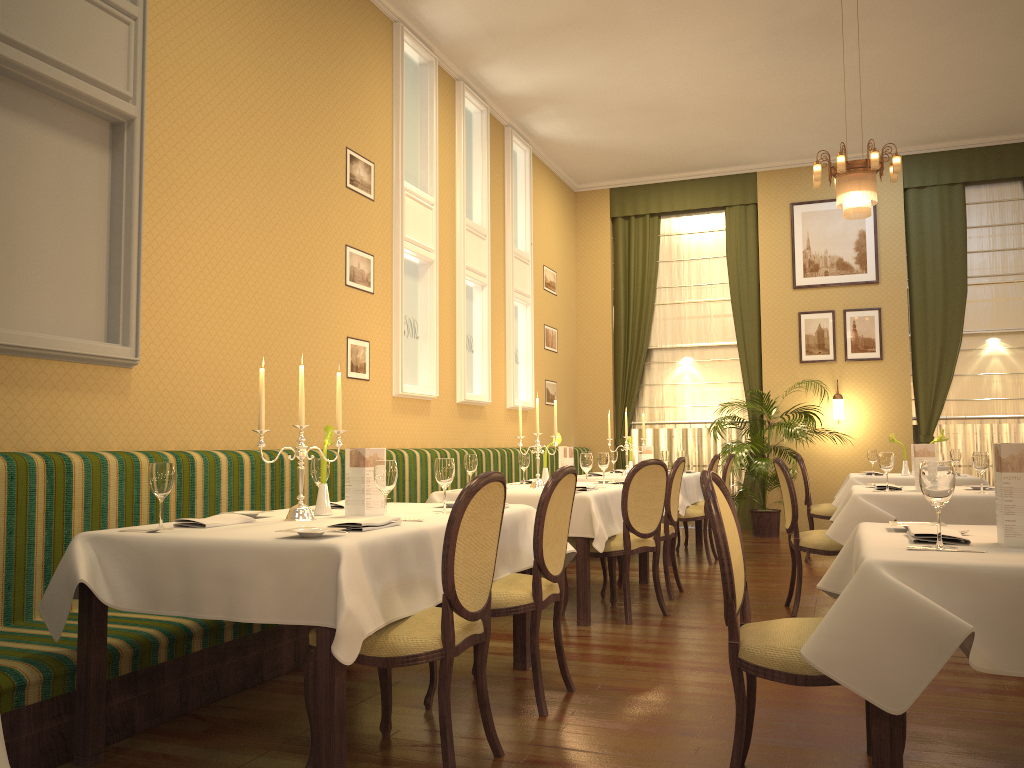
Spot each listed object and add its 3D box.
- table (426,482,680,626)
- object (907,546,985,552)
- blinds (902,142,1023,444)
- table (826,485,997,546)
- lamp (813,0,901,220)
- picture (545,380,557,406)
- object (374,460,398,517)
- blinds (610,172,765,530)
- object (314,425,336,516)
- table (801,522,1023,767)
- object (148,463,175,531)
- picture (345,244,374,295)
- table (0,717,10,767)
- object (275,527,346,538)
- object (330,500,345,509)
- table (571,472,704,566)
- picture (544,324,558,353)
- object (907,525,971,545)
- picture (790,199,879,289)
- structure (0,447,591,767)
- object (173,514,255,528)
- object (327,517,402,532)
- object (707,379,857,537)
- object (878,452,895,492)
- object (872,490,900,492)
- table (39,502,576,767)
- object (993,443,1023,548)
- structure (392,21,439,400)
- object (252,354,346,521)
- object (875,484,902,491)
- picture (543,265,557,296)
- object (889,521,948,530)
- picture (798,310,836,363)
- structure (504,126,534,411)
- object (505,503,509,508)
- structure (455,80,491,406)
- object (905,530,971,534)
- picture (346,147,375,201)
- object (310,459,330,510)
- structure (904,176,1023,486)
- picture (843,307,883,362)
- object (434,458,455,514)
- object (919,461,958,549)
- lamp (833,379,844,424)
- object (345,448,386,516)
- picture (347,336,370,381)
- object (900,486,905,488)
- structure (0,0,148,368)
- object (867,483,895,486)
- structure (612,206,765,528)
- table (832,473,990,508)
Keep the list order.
[{"bbox_3d":[0.328,1.082,6.088,1.385,0.759,2.152,-2,-4,21],"label":"table"},{"bbox_3d":[1.109,0.422,2.263,0.185,0.010,0.017,-2,-4,22],"label":"object"},{"bbox_3d":[5.483,-0.572,9.980,1.878,4.537,0.129,-2,-4,20],"label":"blinds"},{"bbox_3d":[2.591,1.005,5.243,1.389,0.759,1.395,-2,-4,22],"label":"table"},{"bbox_3d":[2.523,-2.122,6.561,0.593,1.796,0.593,-2,-4,18],"label":"lamp"},{"bbox_3d":[0.466,0.108,10.559,0.008,0.294,0.437,-2,-4,20],"label":"picture"},{"bbox_3d":[-0.462,0.394,3.244,0.088,0.229,0.088,1,-4,-22],"label":"object"},{"bbox_3d":[2.201,-0.459,11.213,1.934,4.537,0.225,-2,-4,20],"label":"blinds"},{"bbox_3d":[-0.777,0.357,3.706,0.076,0.375,0.163,-1,-4,2],"label":"object"},{"bbox_3d":[1.526,0.810,2.401,1.389,0.759,1.395,-2,-4,22],"label":"table"},{"bbox_3d":[-1.207,0.386,3.053,0.088,0.229,0.088,1,-4,-22],"label":"object"},{"bbox_3d":[-1.102,-0.827,6.436,0.008,0.294,0.401,-2,-4,20],"label":"picture"},{"bbox_3d":[-1.651,0.721,0.811,1.385,0.759,2.152,-2,-4,21],"label":"table"},{"bbox_3d":[-0.624,0.464,2.754,0.160,0.024,0.160,-2,-4,20],"label":"object"},{"bbox_3d":[-0.775,0.562,4.149,0.142,0.033,0.273,-2,-4,20],"label":"object"},{"bbox_3d":[1.273,1.255,8.611,1.385,0.759,2.152,-2,-4,21],"label":"table"},{"bbox_3d":[0.466,-0.541,10.618,0.008,0.294,0.504,-2,-4,20],"label":"picture"},{"bbox_3d":[1.213,0.432,2.533,0.142,0.033,0.273,-2,-4,20],"label":"object"},{"bbox_3d":[3.850,-1.693,10.605,0.966,1.057,0.027,-2,-4,20],"label":"picture"},{"bbox_3d":[-1.308,0.858,4.590,0.850,1.031,14.516,-2,-4,20],"label":"structure"},{"bbox_3d":[-1.081,0.499,3.229,0.142,0.033,0.273,-2,-4,20],"label":"object"},{"bbox_3d":[-0.507,0.482,3.051,0.142,0.033,0.273,-2,-4,20],"label":"object"},{"bbox_3d":[2.965,0.834,10.110,1.496,1.807,1.552,-1,-4,1],"label":"object"},{"bbox_3d":[2.195,0.513,5.193,0.088,0.229,0.088,2,-5,-27],"label":"object"},{"bbox_3d":[2.174,0.617,5.105,0.185,0.010,0.017,-2,-4,22],"label":"object"},{"bbox_3d":[-0.620,0.909,3.561,1.385,0.759,2.152,-2,-4,21],"label":"table"},{"bbox_3d":[1.335,0.296,2.365,0.081,0.277,0.166,1,-4,-23],"label":"object"},{"bbox_3d":[-0.830,-1.372,7.269,0.200,2.985,0.687,-2,-4,20],"label":"structure"},{"bbox_3d":[-0.818,0.201,3.441,0.131,0.655,0.390,-4,-5,40],"label":"object"},{"bbox_3d":[2.279,0.626,5.374,0.142,0.033,0.273,-2,-4,20],"label":"object"},{"bbox_3d":[0.460,-1.243,10.668,0.008,0.294,0.504,-2,-4,20],"label":"picture"},{"bbox_3d":[1.279,0.452,2.795,0.160,0.024,0.160,-2,-4,20],"label":"object"},{"bbox_3d":[3.649,-0.564,10.607,0.412,0.619,0.022,-2,-4,20],"label":"picture"},{"bbox_3d":[0.034,-1.214,9.573,0.200,2.985,0.670,-2,-4,20],"label":"structure"},{"bbox_3d":[-0.126,0.545,3.920,0.142,0.024,0.273,-2,-4,20],"label":"object"},{"bbox_3d":[-0.411,-1.295,8.387,0.200,2.985,0.661,-2,-4,20],"label":"structure"},{"bbox_3d":[1.286,0.448,2.682,0.181,0.015,0.038,-2,-4,22],"label":"object"},{"bbox_3d":[-1.107,-1.530,6.487,0.008,0.294,0.401,-2,-4,20],"label":"picture"},{"bbox_3d":[-0.859,0.449,3.968,0.088,0.229,0.088,1,-4,-22],"label":"object"},{"bbox_3d":[5.518,-0.552,10.092,1.900,4.511,0.134,-2,-4,20],"label":"structure"},{"bbox_3d":[4.126,-0.581,10.429,0.412,0.619,0.022,-2,-4,20],"label":"picture"},{"bbox_3d":[-0.281,0.425,3.699,0.088,0.229,0.088,1,-4,-22],"label":"object"},{"bbox_3d":[1.130,0.318,2.352,0.088,0.229,0.088,1,-4,-22],"label":"object"},{"bbox_3d":[3.781,0.203,10.340,0.114,0.513,0.323,-1,-4,10],"label":"lamp"},{"bbox_3d":[-0.597,0.400,3.615,0.166,0.277,0.081,0,-4,-8],"label":"object"},{"bbox_3d":[-1.103,-0.178,6.373,0.008,0.294,0.313,-2,-4,20],"label":"picture"},{"bbox_3d":[2.352,0.643,5.524,0.181,0.015,0.038,-2,-4,22],"label":"object"},{"bbox_3d":[-2.054,-1.654,4.009,0.200,3.103,0.956,-2,-4,20],"label":"structure"},{"bbox_3d":[2.345,0.647,5.636,0.160,0.024,0.160,-2,-4,20],"label":"object"},{"bbox_3d":[2.239,-0.440,11.319,1.942,4.511,0.123,-2,-4,20],"label":"structure"},{"bbox_3d":[3.536,1.177,7.764,1.389,0.759,1.395,-2,-4,22],"label":"table"}]
